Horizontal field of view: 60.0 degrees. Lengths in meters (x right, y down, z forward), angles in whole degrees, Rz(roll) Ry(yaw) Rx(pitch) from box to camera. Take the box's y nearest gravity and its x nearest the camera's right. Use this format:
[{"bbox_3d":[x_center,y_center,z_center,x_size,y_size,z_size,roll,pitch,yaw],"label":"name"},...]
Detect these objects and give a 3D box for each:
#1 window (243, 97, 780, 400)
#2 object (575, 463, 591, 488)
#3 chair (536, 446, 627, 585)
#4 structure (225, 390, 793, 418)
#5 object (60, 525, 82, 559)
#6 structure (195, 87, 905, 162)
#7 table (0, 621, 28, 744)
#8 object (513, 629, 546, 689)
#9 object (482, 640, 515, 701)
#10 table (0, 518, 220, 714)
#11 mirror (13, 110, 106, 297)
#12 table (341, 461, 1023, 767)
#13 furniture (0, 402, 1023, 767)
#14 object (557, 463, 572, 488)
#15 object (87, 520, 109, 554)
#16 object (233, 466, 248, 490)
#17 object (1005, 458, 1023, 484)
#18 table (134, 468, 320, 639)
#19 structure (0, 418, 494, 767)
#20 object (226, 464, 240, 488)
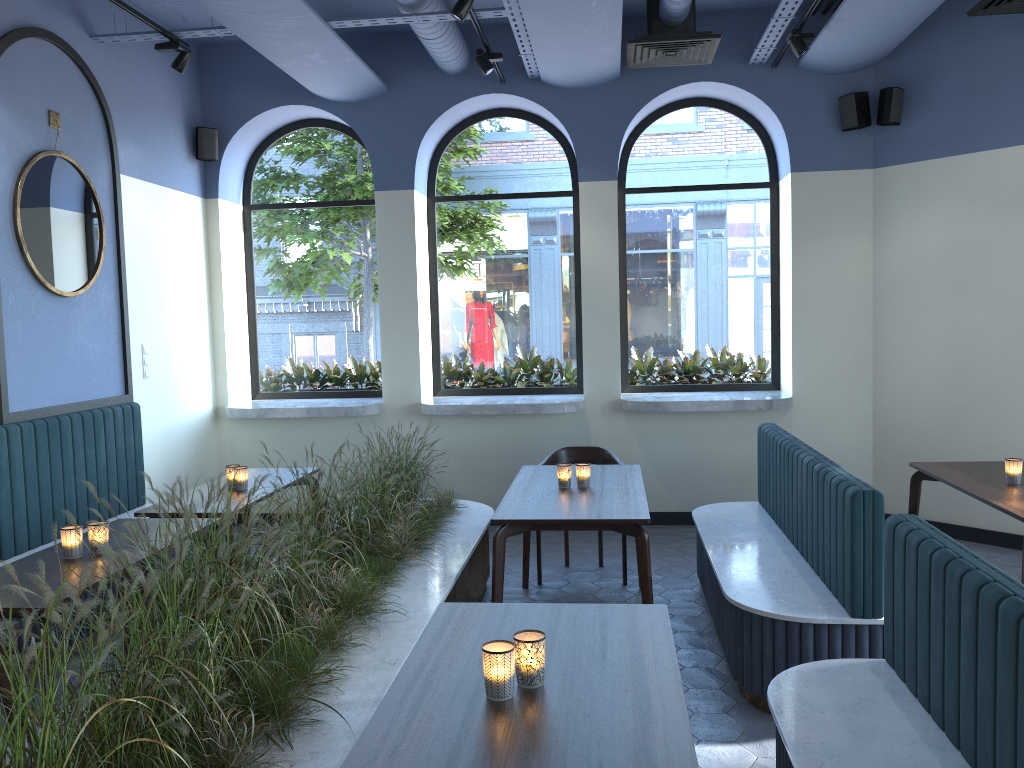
[{"bbox_3d":[3.172,-0.849,2.801,3.897,2.394,14.212,-4,5,-33],"label":"window"},{"bbox_3d":[0.371,0.476,4.616,0.078,0.120,0.078,0,4,23],"label":"object"},{"bbox_3d":[0.440,0.824,5.616,0.618,0.793,0.525,-1,4,6],"label":"chair"},{"bbox_3d":[3.031,0.389,2.755,4.315,0.080,14.155,-4,5,-32],"label":"structure"},{"bbox_3d":[-1.714,0.616,3.455,0.078,0.120,0.078,-2,4,-11],"label":"object"},{"bbox_3d":[0.128,-1.536,0.942,7.261,0.268,13.143,-2,4,-10],"label":"structure"},{"bbox_3d":[-1.805,1.150,2.150,0.548,0.755,1.285,-1,4,6],"label":"table"},{"bbox_3d":[0.043,0.662,2.130,0.078,0.120,0.078,-2,4,-11],"label":"object"},{"bbox_3d":[-0.030,0.668,2.065,0.078,0.120,0.078,-2,4,-11],"label":"object"},{"bbox_3d":[-1.652,1.048,3.516,0.548,0.755,1.332,-1,4,6],"label":"table"},{"bbox_3d":[-2.868,-0.935,3.533,0.026,1.089,4.357,-1,4,6],"label":"mirror"},{"bbox_3d":[1.733,1.153,0.739,3.997,0.755,9.778,-2,4,-10],"label":"table"},{"bbox_3d":[-0.501,0.827,3.398,4.703,1.150,4.800,-1,4,6],"label":"furniture"},{"bbox_3d":[0.273,0.478,4.622,0.078,0.120,0.078,0,4,23],"label":"object"},{"bbox_3d":[-1.641,0.609,3.520,0.078,0.120,0.078,-2,4,-11],"label":"object"},{"bbox_3d":[-1.471,0.512,4.815,0.078,0.120,0.078,-2,4,-11],"label":"object"},{"bbox_3d":[2.490,0.433,4.402,0.078,0.120,0.078,0,4,23],"label":"object"},{"bbox_3d":[-1.496,0.945,4.903,0.548,0.755,1.332,-1,4,6],"label":"table"},{"bbox_3d":[-0.840,0.805,3.434,1.143,1.207,4.878,-1,4,8],"label":"structure"},{"bbox_3d":[-1.535,0.509,4.889,0.078,0.120,0.078,-2,4,-11],"label":"object"}]
